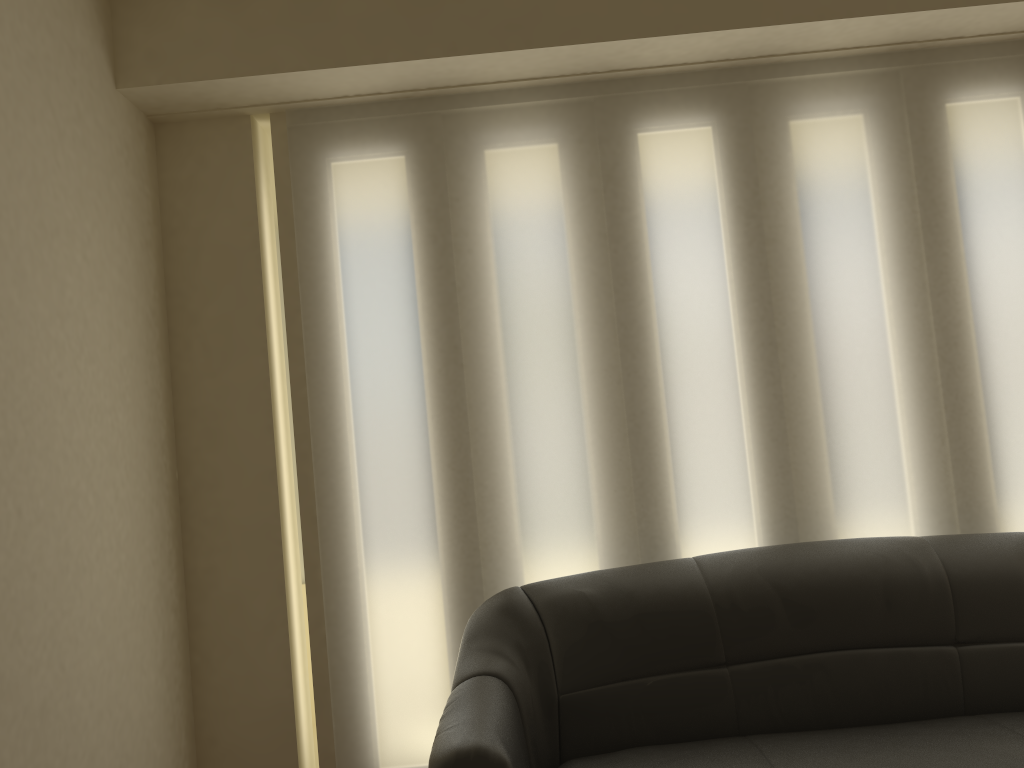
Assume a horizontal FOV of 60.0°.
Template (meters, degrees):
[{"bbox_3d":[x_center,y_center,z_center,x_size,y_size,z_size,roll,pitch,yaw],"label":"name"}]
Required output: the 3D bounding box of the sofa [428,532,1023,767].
[{"bbox_3d":[0.980,0.938,2.437,2.337,0.918,0.944,-5,-4,0],"label":"sofa"}]

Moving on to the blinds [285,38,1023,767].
[{"bbox_3d":[0.710,0.100,3.083,2.830,2.453,0.002,-5,-4,0],"label":"blinds"}]
